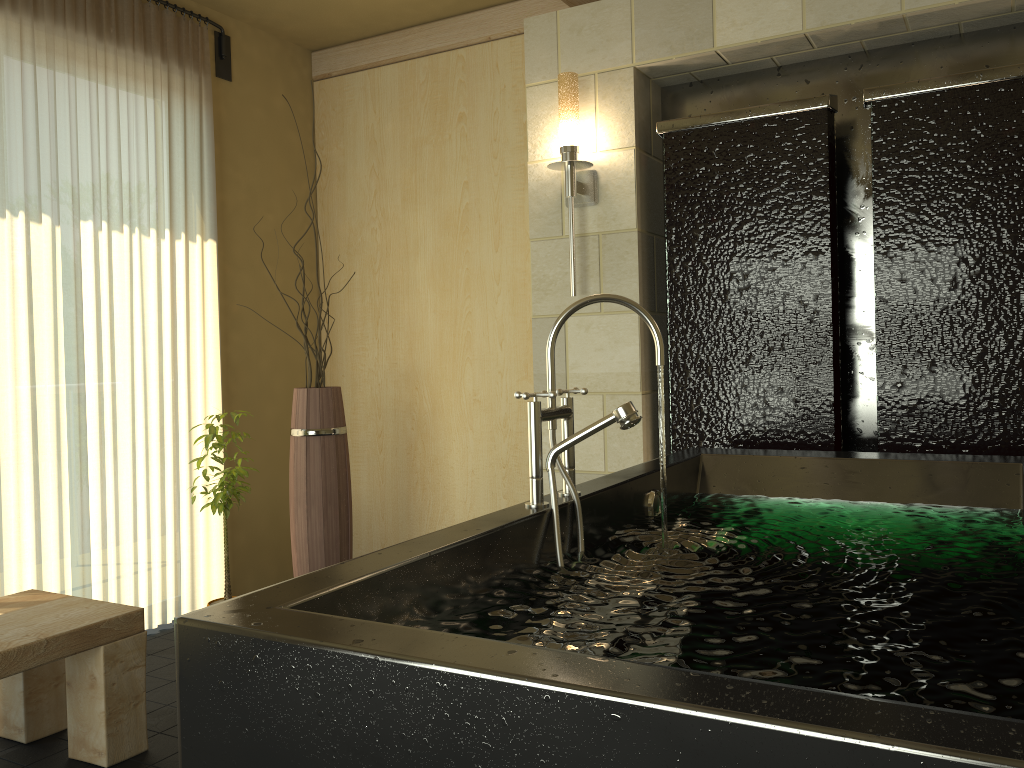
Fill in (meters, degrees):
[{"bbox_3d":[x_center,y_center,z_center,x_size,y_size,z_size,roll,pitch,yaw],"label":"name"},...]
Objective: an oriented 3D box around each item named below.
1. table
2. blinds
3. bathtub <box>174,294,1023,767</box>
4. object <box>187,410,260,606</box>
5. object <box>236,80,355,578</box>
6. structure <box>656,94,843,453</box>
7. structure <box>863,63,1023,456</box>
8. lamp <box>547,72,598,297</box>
[{"bbox_3d":[-1.516,0.850,2.124,0.513,0.400,1.125,-1,2,29],"label":"table"},{"bbox_3d":[-1.696,-0.285,3.194,0.064,2.579,1.945,-1,1,28],"label":"blinds"},{"bbox_3d":[0.552,0.375,1.815,1.067,1.162,2.133,-1,2,29],"label":"bathtub"},{"bbox_3d":[-1.010,0.541,3.120,0.242,0.929,0.266,-2,1,-23],"label":"object"},{"bbox_3d":[-0.852,-0.094,3.538,0.468,2.179,0.463,-2,1,-10],"label":"object"},{"bbox_3d":[0.859,0.033,3.215,0.641,2.067,0.094,-1,1,29],"label":"structure"},{"bbox_3d":[1.491,0.026,2.862,0.641,2.067,0.094,-1,1,29],"label":"structure"},{"bbox_3d":[0.226,-0.752,3.369,0.176,0.837,0.188,-1,1,29],"label":"lamp"}]
